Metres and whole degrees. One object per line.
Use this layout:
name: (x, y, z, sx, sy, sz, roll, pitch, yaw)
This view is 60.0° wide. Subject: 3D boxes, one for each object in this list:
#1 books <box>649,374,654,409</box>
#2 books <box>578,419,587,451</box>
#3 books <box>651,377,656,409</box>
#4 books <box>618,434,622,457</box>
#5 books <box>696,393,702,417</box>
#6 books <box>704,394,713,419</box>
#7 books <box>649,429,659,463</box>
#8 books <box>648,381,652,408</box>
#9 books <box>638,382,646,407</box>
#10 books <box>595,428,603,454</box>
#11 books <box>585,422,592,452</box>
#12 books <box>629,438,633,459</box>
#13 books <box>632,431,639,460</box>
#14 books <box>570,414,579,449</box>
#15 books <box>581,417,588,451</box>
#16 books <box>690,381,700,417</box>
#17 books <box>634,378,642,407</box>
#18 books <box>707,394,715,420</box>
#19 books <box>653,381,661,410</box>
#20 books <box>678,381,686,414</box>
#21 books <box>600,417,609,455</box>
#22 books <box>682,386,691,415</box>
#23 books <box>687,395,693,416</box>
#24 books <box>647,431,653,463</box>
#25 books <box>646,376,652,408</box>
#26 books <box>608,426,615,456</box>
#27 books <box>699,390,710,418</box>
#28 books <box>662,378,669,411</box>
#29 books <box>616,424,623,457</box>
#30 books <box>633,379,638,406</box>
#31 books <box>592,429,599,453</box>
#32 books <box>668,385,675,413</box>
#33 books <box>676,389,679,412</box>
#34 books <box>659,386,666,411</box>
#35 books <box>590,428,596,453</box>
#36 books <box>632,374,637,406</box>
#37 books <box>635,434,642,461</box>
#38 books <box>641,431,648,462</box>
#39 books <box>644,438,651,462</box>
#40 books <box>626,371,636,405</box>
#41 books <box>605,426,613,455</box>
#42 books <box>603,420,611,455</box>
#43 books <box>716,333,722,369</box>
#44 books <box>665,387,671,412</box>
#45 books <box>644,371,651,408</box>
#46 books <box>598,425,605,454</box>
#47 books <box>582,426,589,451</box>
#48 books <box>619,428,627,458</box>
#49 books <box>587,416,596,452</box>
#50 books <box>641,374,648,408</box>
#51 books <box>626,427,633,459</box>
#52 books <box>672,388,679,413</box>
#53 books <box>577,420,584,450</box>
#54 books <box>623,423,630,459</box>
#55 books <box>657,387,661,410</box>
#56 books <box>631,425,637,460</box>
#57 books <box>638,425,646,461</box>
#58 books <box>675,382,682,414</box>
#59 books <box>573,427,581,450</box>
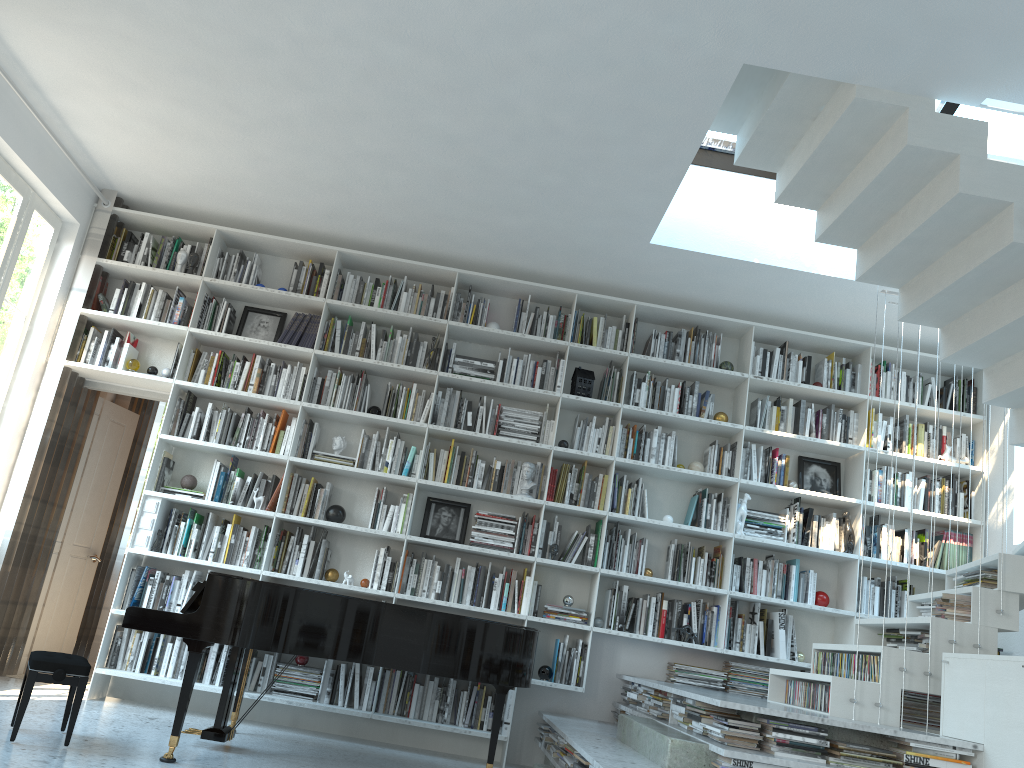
books: (0.963, 0.089, 6.218, 0.021, 0.295, 0.139, 10, -15, -1)
books: (0.471, 0.382, 6.100, 0.028, 0.249, 0.165, 10, -15, -1)
books: (0.977, 0.103, 6.223, 0.012, 0.276, 0.133, 10, -15, -1)
books: (0.728, 0.451, 6.115, 0.013, 0.209, 0.140, 10, -15, -1)
books: (1.280, 0.183, 6.206, 0.030, 0.212, 0.157, 10, -16, -1)
books: (1.344, 0.192, 6.205, 0.048, 0.216, 0.183, 10, -16, -1)
books: (0.957, 0.455, 6.093, 0.030, 0.262, 0.182, 10, -15, -1)
books: (0.944, 0.114, 6.204, 0.012, 0.235, 0.166, 10, -15, -1)
books: (0.890, 0.112, 6.181, 0.026, 0.207, 0.181, 10, -16, -1)
books: (0.581, 0.417, 6.086, 0.029, 0.210, 0.158, 10, -16, -1)
books: (0.511, 0.394, 6.094, 0.023, 0.235, 0.179, 10, -16, -1)
books: (0.800, 0.475, 6.101, 0.021, 0.178, 0.137, 10, -16, -1)
books: (0.835, 0.452, 6.106, 0.013, 0.235, 0.158, 10, -15, -1)
books: (0.425, 0.358, 6.110, 0.018, 0.284, 0.160, 10, -15, -1)
books: (0.488, 0.373, 6.105, 0.019, 0.274, 0.146, 10, -15, -1)
books: (1.258, 0.140, 6.200, 0.029, 0.284, 0.184, 10, -15, -1)
books: (0.866, 0.096, 6.202, 0.026, 0.242, 0.148, 10, -15, -1)
books: (1.381, 0.197, 6.225, 0.026, 0.228, 0.141, 10, -15, -1)
books: (0.995, 0.117, 6.196, 0.027, 0.240, 0.160, 10, -15, -1)
books: (1.179, 0.133, 6.224, 0.012, 0.284, 0.160, 10, -15, -1)
books: (0.622, 0.387, 6.107, 0.028, 0.292, 0.155, 10, -15, -1)
books: (1.198, 0.155, 6.201, 0.030, 0.237, 0.186, 10, -16, -1)
books: (1.221, 0.187, 6.198, 0.027, 0.181, 0.176, 10, -16, -1)
books: (0.934, 0.461, 6.115, 0.011, 0.256, 0.131, 10, -15, -1)
books: (0.937, 0.094, 6.199, 0.010, 0.268, 0.166, 10, -15, -1)
books: (0.669, 0.421, 6.098, 0.026, 0.237, 0.173, 10, -16, -1)
books: (1.324, 0.177, 6.198, 0.054, 0.234, 0.172, 10, -16, -1)
books: (1.058, 0.112, 6.221, 0.013, 0.283, 0.155, 10, -15, -1)
books: (0.713, 0.420, 6.094, 0.028, 0.250, 0.190, 10, -16, -1)
books: (0.847, 0.096, 6.207, 0.012, 0.239, 0.139, 10, -15, -1)
books: (0.559, 0.420, 6.083, 0.027, 0.196, 0.185, 10, -16, -1)
books: (1.097, 0.139, 6.203, 0.023, 0.236, 0.149, 10, -15, -1)
books: (1.133, 0.152, 6.201, 0.011, 0.221, 0.159, 10, -16, -1)
books: (1.033, 0.139, 6.216, 0.028, 0.223, 0.142, 10, -15, -1)
books: (0.541, 0.417, 6.080, 0.024, 0.194, 0.173, 10, -16, -1)
books: (0.838, 0.076, 6.218, 0.011, 0.279, 0.134, 10, -15, -1)
books: (0.853, 0.466, 6.106, 0.026, 0.215, 0.162, 10, -16, -1)
books: (0.893, 0.459, 6.097, 0.022, 0.236, 0.165, 10, -15, -1)
books: (0.912, 0.486, 6.100, 0.025, 0.193, 0.171, 10, -16, -1)
books: (0.829, 0.067, 6.199, 0.012, 0.284, 0.160, 10, -15, -1)
books: (0.650, 0.418, 6.081, 0.028, 0.229, 0.177, 10, -16, -1)
books: (0.637, 0.397, 6.103, 0.025, 0.276, 0.173, 10, -15, -1)
books: (1.455, -0.191, 6.312, 0.006, 0.305, 0.164, 10, -15, -1)
books: (1.071, 0.147, 6.211, 0.025, 0.215, 0.144, 10, -15, -1)
books: (0.928, 0.074, 6.205, 0.014, 0.306, 0.153, 10, -15, -1)
books: (0.601, 0.412, 6.097, 0.024, 0.233, 0.150, 10, -15, -1)
books: (0.493, 0.407, 6.095, 0.023, 0.206, 0.171, 10, -16, -1)
books: (0.752, 0.438, 6.116, 0.030, 0.241, 0.138, 10, -15, -1)
books: (0.532, 0.373, 6.079, 0.028, 0.274, 0.187, 10, -15, -1)
books: (0.913, 0.084, 6.207, 0.011, 0.282, 0.173, 10, -15, -1)
books: (0.789, 0.436, 6.098, 0.014, 0.247, 0.177, 10, -16, -1)
books: (1.117, 0.152, 6.185, 0.021, 0.208, 0.181, 10, -16, -1)
books: (0.453, 0.384, 6.104, 0.024, 0.242, 0.160, 10, -15, -1)
books: (0.777, 0.423, 6.118, 0.014, 0.277, 0.154, 10, -15, -1)
books: (1.012, 0.138, 6.211, 0.014, 0.214, 0.132, 10, -15, -1)
books: (0.825, 0.433, 6.131, 0.014, 0.283, 0.136, 10, -15, -1)
books: (0.879, 0.433, 6.096, 0.014, 0.279, 0.178, 10, -15, -1)
books: (1.148, 0.134, 6.208, 0.012, 0.264, 0.157, 10, -15, -1)
books: (0.431, 0.402, 6.076, 0.028, 0.185, 0.182, 10, -16, -1)
